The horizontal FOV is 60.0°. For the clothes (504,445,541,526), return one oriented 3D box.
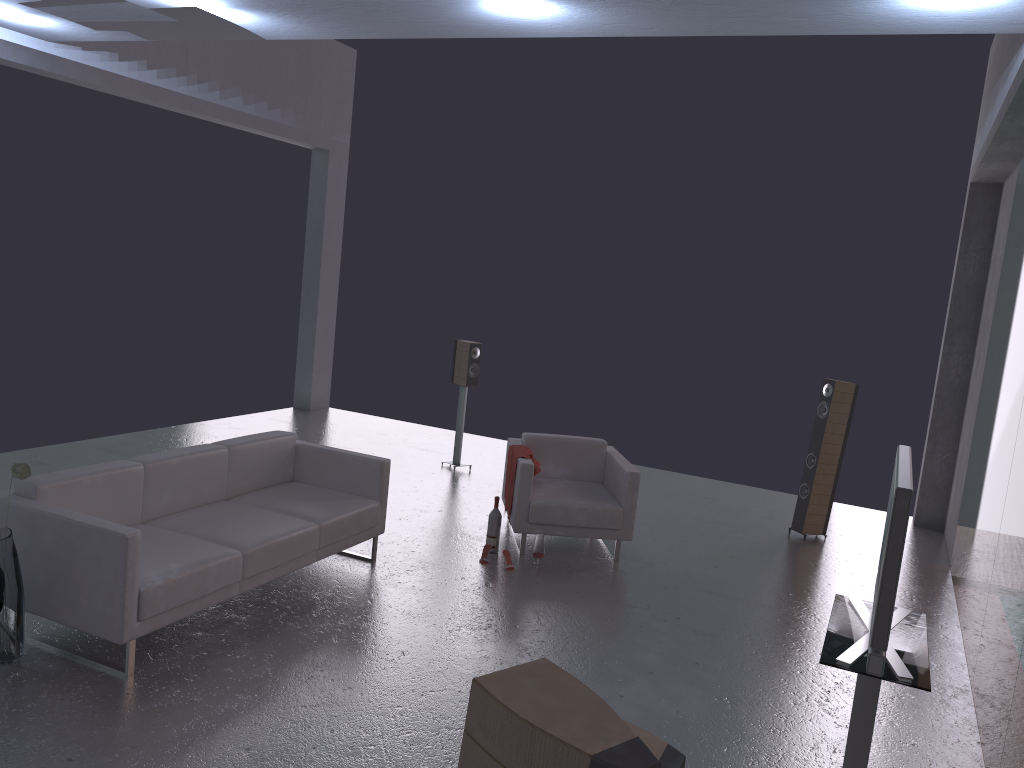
[{"bbox_3d":[0.082,0.827,7.144,0.254,0.604,0.574,5,7,-7],"label":"clothes"}]

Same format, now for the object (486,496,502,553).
[{"bbox_3d":[-0.134,1.072,6.782,0.109,0.435,0.109,0,9,-40],"label":"object"}]

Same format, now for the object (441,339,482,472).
[{"bbox_3d":[-0.536,0.222,9.401,0.243,1.363,0.333,1,9,-36],"label":"object"}]

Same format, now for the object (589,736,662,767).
[{"bbox_3d":[-0.018,1.230,1.549,0.244,1.469,0.444,0,10,-41],"label":"object"}]

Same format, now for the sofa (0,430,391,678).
[{"bbox_3d":[-1.807,0.872,5.457,1.026,0.824,2.353,9,8,23],"label":"sofa"}]

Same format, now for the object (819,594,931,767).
[{"bbox_3d":[1.364,1.387,3.469,0.360,0.958,0.818,9,8,23],"label":"object"}]

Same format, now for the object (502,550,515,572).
[{"bbox_3d":[-0.023,1.296,6.508,0.079,0.087,0.235,5,7,-10],"label":"object"}]

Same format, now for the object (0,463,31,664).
[{"bbox_3d":[-2.492,0.850,4.150,0.400,1.051,0.387,2,8,-29],"label":"object"}]

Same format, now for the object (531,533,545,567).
[{"bbox_3d":[0.202,1.234,6.606,0.091,0.233,0.091,0,9,-39],"label":"object"}]

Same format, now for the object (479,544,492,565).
[{"bbox_3d":[-0.198,1.267,6.592,0.079,0.087,0.235,6,7,1],"label":"object"}]

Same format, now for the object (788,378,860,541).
[{"bbox_3d":[2.876,0.688,8.110,0.444,1.473,0.244,3,8,-22],"label":"object"}]

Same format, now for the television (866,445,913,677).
[{"bbox_3d":[1.443,0.618,3.375,0.054,0.644,1.000,9,8,23],"label":"television"}]

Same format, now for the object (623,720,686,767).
[{"bbox_3d":[0.289,1.553,3.277,0.604,0.459,0.514,9,8,23],"label":"object"}]

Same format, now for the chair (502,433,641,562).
[{"bbox_3d":[0.446,0.886,7.260,0.936,0.808,1.026,5,7,-7],"label":"chair"}]
